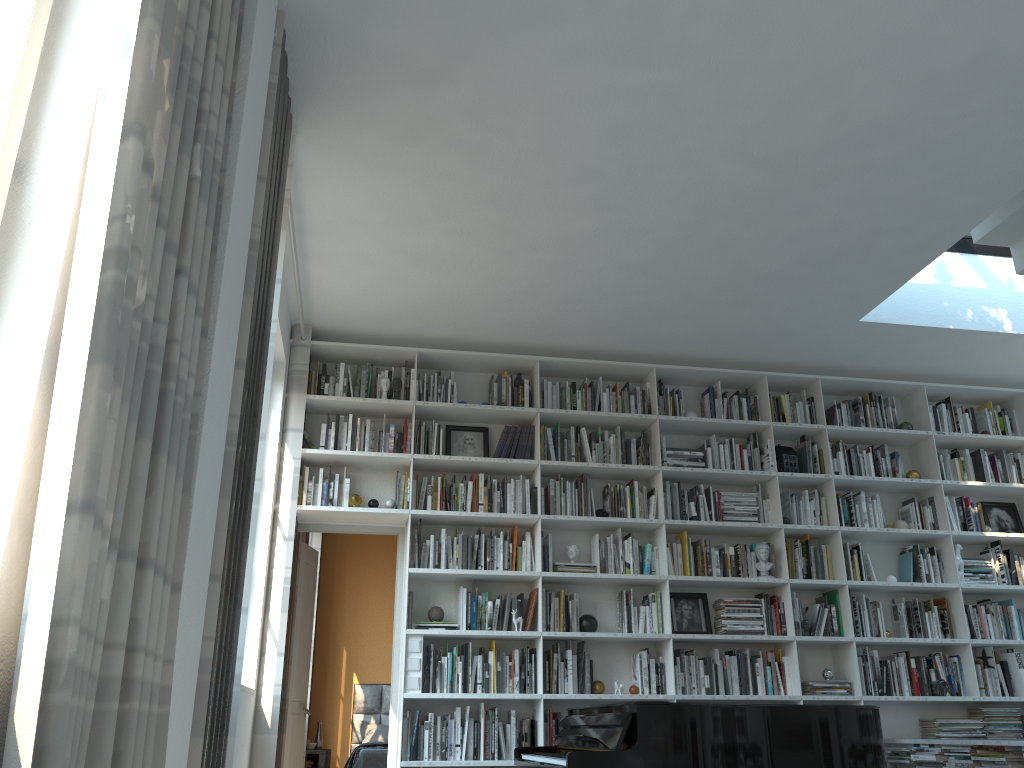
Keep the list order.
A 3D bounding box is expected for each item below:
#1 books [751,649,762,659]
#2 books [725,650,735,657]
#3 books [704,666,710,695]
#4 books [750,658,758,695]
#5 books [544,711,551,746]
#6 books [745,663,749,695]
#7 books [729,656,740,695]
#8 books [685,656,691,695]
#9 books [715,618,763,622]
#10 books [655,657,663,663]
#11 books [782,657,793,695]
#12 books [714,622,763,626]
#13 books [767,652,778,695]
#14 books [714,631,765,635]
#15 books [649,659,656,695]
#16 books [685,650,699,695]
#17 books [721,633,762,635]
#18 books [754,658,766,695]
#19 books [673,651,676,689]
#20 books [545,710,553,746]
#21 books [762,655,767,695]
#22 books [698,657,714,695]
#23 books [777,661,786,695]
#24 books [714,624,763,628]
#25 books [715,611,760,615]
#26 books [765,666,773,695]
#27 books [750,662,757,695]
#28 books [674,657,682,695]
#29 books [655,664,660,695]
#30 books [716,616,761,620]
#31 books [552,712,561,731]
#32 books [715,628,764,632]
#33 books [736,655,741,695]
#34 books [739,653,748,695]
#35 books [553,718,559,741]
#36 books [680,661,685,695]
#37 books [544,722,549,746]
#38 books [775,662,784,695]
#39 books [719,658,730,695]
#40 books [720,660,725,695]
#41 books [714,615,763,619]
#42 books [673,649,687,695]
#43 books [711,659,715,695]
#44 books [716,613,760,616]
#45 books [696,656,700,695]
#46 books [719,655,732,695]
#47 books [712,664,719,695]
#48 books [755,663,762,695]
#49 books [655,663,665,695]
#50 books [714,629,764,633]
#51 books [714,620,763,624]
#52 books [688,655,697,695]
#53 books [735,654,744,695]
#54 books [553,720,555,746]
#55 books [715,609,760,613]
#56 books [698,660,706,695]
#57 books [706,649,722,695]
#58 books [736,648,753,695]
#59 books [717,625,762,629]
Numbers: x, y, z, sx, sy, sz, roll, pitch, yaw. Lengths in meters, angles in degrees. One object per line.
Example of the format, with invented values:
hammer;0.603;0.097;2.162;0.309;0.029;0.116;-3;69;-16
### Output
books;1.622;1.906;5.844;0.014;0.292;0.138;3;-21;-9
books;1.442;1.902;5.824;0.014;0.285;0.135;3;-21;-9
books;1.232;1.925;5.742;0.029;0.183;0.175;3;-21;-9
books;1.563;1.929;5.824;0.014;0.234;0.155;3;-21;-9
books;0.218;2.170;5.482;0.010;0.281;0.149;3;-21;-9
books;1.509;1.942;5.811;0.021;0.202;0.129;3;-21;-9
books;1.427;1.911;5.792;0.026;0.244;0.192;3;-21;-9
books;1.118;1.899;5.763;0.024;0.246;0.132;3;-21;-9
books;1.516;1.587;5.939;0.285;0.012;0.160;2;-21;-5
books;0.957;1.897;5.751;0.019;0.241;0.108;3;-21;-9
books;1.785;1.930;5.843;0.033;0.245;0.177;3;-21;-9
books;1.515;1.612;5.940;0.285;0.012;0.160;3;-22;-8
books;1.690;1.918;5.847;0.026;0.271;0.175;3;-21;-9
books;1.516;1.664;5.910;0.285;0.012;0.160;5;-22;-14
books;0.885;1.891;5.705;0.029;0.220;0.153;3;-21;-9
books;1.167;1.878;5.757;0.013;0.281;0.167;3;-21;-9
books;1.515;1.678;5.912;0.254;0.012;0.161;3;-22;-7
books;1.606;1.928;5.820;0.023;0.233;0.175;3;-21;-9
books;1.026;1.875;5.740;0.011;0.274;0.146;3;-21;-9
books;0.229;2.169;5.487;0.013;0.286;0.161;3;-21;-9
books;1.635;1.927;5.847;0.014;0.255;0.145;3;-21;-9
books;1.259;1.904;5.763;0.029;0.237;0.166;3;-21;-9
books;1.752;1.944;5.837;0.011;0.215;0.167;3;-21;-9
books;1.514;1.624;5.938;0.285;0.012;0.160;4;-22;-9
books;1.516;1.544;5.961;0.254;0.012;0.161;5;-22;-12
books;1.657;1.953;5.814;0.023;0.182;0.169;3;-21;-9
books;1.546;1.937;5.806;0.024;0.206;0.184;3;-21;-9
books;1.047;1.892;5.726;0.027;0.233;0.168;3;-21;-9
books;0.911;1.912;5.723;0.031;0.194;0.142;3;-21;-9
books;1.517;1.576;5.944;0.254;0.012;0.161;5;-22;-14
books;0.279;2.182;5.500;0.026;0.272;0.147;3;-21;-9
books;1.516;1.642;5.918;0.285;0.012;0.160;2;-21;-5
books;1.456;1.917;5.814;0.011;0.250;0.159;3;-21;-9
books;1.488;1.906;5.805;0.028;0.263;0.162;3;-21;-9
books;0.260;2.188;5.466;0.023;0.236;0.173;3;-21;-9
books;1.070;1.910;5.737;0.024;0.207;0.170;3;-21;-9
books;0.200;2.201;5.468;0.026;0.212;0.140;3;-21;-9
books;1.726;1.944;5.831;0.042;0.211;0.170;3;-21;-9
books;1.372;1.916;5.793;0.031;0.236;0.159;3;-21;-9
books;1.344;1.925;5.792;0.025;0.219;0.140;3;-21;-9
books;1.517;1.564;5.948;0.285;0.012;0.160;2;-21;-5
books;1.092;1.879;5.771;0.027;0.289;0.141;3;-21;-9
books;1.279;1.912;5.774;0.013;0.229;0.139;3;-21;-9
books;1.516;1.555;5.957;0.254;0.012;0.161;2;-22;-6
books;1.180;1.903;5.770;0.021;0.243;0.142;3;-21;-9
books;1.397;1.915;5.814;0.025;0.253;0.137;3;-21;-9
books;1.299;1.925;5.760;0.023;0.195;0.165;3;-21;-9
books;1.583;1.940;5.811;0.023;0.203;0.168;3;-21;-9
books;0.941;1.906;5.717;0.024;0.200;0.159;3;-21;-9
books;1.515;1.657;5.923;0.285;0.012;0.160;4;-22;-10
books;1.515;1.600;5.942;0.285;0.012;0.160;3;-22;-7
books;1.147;1.895;5.750;0.027;0.244;0.180;3;-21;-9
books;1.468;1.909;5.808;0.010;0.260;0.182;3;-21;-9
books;0.242;2.195;5.472;0.010;0.227;0.168;3;-21;-9
books;1.516;1.531;5.963;0.254;0.012;0.161;5;-22;-13
books;1.206;1.909;5.748;0.023;0.216;0.175;3;-21;-9
books;1.321;1.887;5.793;0.026;0.290;0.152;3;-21;-9
books;1.527;1.895;5.821;0.012;0.295;0.178;3;-21;-9
books;1.516;1.631;5.923;0.254;0.012;0.161;5;-22;-14
